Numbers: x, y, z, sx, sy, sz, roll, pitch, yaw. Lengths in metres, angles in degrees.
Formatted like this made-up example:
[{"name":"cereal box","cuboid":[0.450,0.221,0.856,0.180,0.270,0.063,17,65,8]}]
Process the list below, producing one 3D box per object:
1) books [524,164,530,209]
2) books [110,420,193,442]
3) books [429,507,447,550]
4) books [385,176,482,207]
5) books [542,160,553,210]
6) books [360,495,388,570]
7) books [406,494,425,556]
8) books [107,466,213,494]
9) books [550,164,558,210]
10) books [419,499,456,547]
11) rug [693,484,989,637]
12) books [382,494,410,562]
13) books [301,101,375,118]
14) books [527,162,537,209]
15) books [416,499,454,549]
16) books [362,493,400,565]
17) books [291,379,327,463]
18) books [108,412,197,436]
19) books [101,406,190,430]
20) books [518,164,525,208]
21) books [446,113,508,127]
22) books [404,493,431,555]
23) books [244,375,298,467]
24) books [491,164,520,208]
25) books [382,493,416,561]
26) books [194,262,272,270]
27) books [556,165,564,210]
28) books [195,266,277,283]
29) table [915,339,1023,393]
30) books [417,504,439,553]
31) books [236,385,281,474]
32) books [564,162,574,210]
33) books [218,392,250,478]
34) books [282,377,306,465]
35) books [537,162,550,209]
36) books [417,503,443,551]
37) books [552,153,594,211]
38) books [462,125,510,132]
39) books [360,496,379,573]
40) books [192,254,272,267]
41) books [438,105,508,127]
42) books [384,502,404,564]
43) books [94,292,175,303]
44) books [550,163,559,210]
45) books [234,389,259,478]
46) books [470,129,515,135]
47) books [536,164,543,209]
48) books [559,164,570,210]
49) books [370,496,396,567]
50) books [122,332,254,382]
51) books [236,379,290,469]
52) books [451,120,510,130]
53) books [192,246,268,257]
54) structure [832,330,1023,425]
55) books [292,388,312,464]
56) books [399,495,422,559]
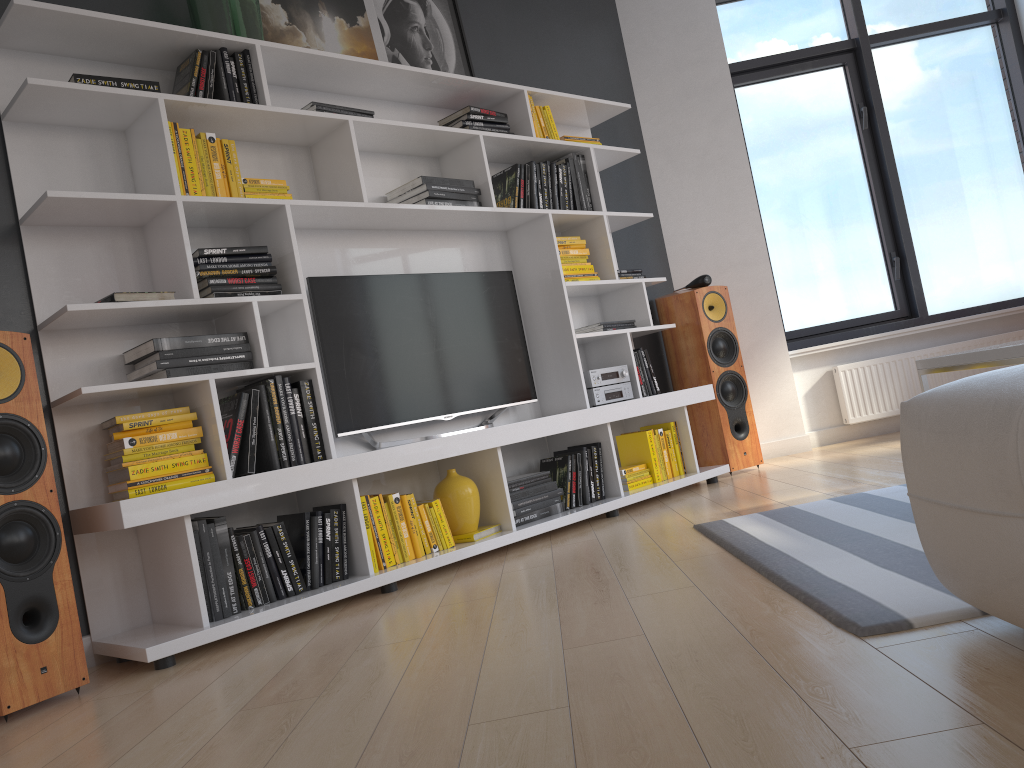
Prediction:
[{"name":"books","cuboid":[0.018,-0.906,4.214,0.081,0.233,0.169,-9,-3,-45]},{"name":"books","cuboid":[-1.187,0.158,2.918,0.238,0.023,0.167,-10,-3,-28]},{"name":"books","cuboid":[-0.315,0.557,3.399,0.049,0.169,0.113,-9,-3,-45]},{"name":"books","cuboid":[-0.343,-0.800,3.911,0.277,0.137,0.343,-13,-3,41]},{"name":"books","cuboid":[0.117,-0.934,4.331,0.066,0.260,0.197,-9,-3,-44]},{"name":"books","cuboid":[-0.554,0.543,3.222,0.048,0.271,0.213,-9,-3,-44]},{"name":"books","cuboid":[-0.419,0.540,3.352,0.171,0.235,0.043,-13,-3,44]},{"name":"books","cuboid":[-1.149,0.313,2.895,0.269,0.025,0.213,-9,-3,-41]},{"name":"books","cuboid":[0.154,-0.931,4.326,0.069,0.242,0.172,-9,-3,-43]},{"name":"books","cuboid":[-0.299,0.542,3.451,0.046,0.193,0.149,-9,-3,-43]},{"name":"rug","cuboid":[1.781,0.264,2.411,2.326,0.016,1.662,-11,-2,1]},{"name":"books","cuboid":[-0.471,0.539,3.289,0.041,0.252,0.180,-9,-3,-44]},{"name":"books","cuboid":[-0.742,-1.048,3.567,0.250,0.047,0.310,-13,-3,42]},{"name":"books","cuboid":[0.050,-0.915,4.229,0.069,0.242,0.172,-9,-3,-43]},{"name":"books","cuboid":[-0.310,0.544,3.428,0.067,0.193,0.148,-9,-3,-43]},{"name":"books","cuboid":[-0.510,0.540,3.271,0.038,0.267,0.202,-9,-3,-43]},{"name":"books","cuboid":[-0.789,0.149,3.257,0.051,0.297,0.230,-9,-3,-44]},{"name":"books","cuboid":[-1.183,0.133,2.922,0.234,0.024,0.171,-9,-3,-40]},{"name":"books","cuboid":[-1.211,0.113,2.933,0.234,0.024,0.171,-9,-3,-40]},{"name":"books","cuboid":[-0.014,-0.899,4.202,0.096,0.234,0.187,-9,-3,-43]},{"name":"books","cuboid":[-0.168,-1.208,4.141,0.246,0.026,0.180,-9,-3,-41]},{"name":"books","cuboid":[-0.403,0.538,3.381,0.056,0.235,0.172,-9,-3,-45]},{"name":"books","cuboid":[-0.869,0.148,3.190,0.026,0.326,0.237,-9,-3,-44]},{"name":"books","cuboid":[-0.035,-0.897,4.175,0.104,0.234,0.182,-9,-3,-44]},{"name":"books","cuboid":[-0.460,0.539,3.314,0.055,0.252,0.185,-9,-3,-45]},{"name":"books","cuboid":[-1.019,-0.397,3.162,0.264,0.020,0.189,-9,-3,-40]},{"name":"books","cuboid":[0.180,-0.937,4.369,0.071,0.243,0.179,-9,-3,-45]},{"name":"books","cuboid":[-1.011,-0.373,3.159,0.284,0.030,0.214,-9,-3,-35]},{"name":"table","cuboid":[1.971,0.006,2.538,1.091,0.435,1.091,-11,-2,1]},{"name":"books","cuboid":[-0.359,0.554,3.386,0.056,0.188,0.138,-9,-3,-44]},{"name":"books","cuboid":[-0.906,0.167,3.139,0.028,0.301,0.213,-9,-3,-44]},{"name":"books","cuboid":[0.221,-0.950,4.428,0.066,0.260,0.197,-9,-3,-44]},{"name":"books","cuboid":[-0.999,0.189,3.069,0.142,0.284,0.232,-9,-3,-44]},{"name":"books","cuboid":[-0.846,0.150,3.210,0.034,0.315,0.239,-9,-3,-44]},{"name":"books","cuboid":[0.095,-0.925,4.307,0.084,0.249,0.191,-9,-3,-44]},{"name":"books","cuboid":[-0.339,0.551,3.395,0.046,0.187,0.134,-9,-3,-44]},{"name":"books","cuboid":[0.267,-0.981,4.517,0.128,0.321,0.259,-9,-3,-44]},{"name":"books","cuboid":[-0.167,-1.153,4.140,0.264,0.020,0.189,-9,-3,-45]},{"name":"books","cuboid":[-0.568,0.544,3.181,0.029,0.270,0.204,-9,-3,-44]},{"name":"books","cuboid":[-1.034,-0.420,3.181,0.284,0.030,0.214,-9,-3,-35]},{"name":"books","cuboid":[-0.183,-1.232,4.149,0.209,0.030,0.266,-13,-3,40]},{"name":"books","cuboid":[-0.481,0.554,3.271,0.156,0.230,0.042,-13,-3,44]},{"name":"books","cuboid":[-1.258,-0.254,2.892,0.266,0.030,0.209,-13,-3,40]},{"name":"books","cuboid":[0.151,-0.936,4.361,0.075,0.254,0.192,-9,-3,-45]},{"name":"books","cuboid":[-0.951,0.178,3.092,0.100,0.289,0.210,-9,-3,-45]},{"name":"books","cuboid":[-0.159,-1.129,4.137,0.284,0.030,0.214,-9,-3,-40]},{"name":"books","cuboid":[0.072,-0.917,4.278,0.068,0.243,0.179,-9,-3,-45]},{"name":"books","cuboid":[0.199,-0.942,4.404,0.084,0.249,0.191,-9,-3,-44]},{"name":"books","cuboid":[-0.532,0.547,3.251,0.066,0.258,0.198,-9,-3,-44]},{"name":"books","cuboid":[-1.107,-0.075,3.038,0.343,0.137,0.277,-9,-3,-44]},{"name":"books","cuboid":[-0.889,0.156,3.165,0.034,0.314,0.237,-9,-3,-44]},{"name":"books","cuboid":[-0.183,-1.175,4.157,0.284,0.030,0.214,-9,-3,-40]},{"name":"books","cuboid":[-1.020,-0.452,3.163,0.246,0.026,0.180,-9,-3,-36]},{"name":"structure","cuboid":[2.702,-0.020,5.323,1.474,0.460,0.110,-11,-2,1]},{"name":"books","cuboid":[-0.814,0.165,3.228,0.028,0.272,0.200,-9,-3,-44]},{"name":"books","cuboid":[-0.423,0.538,3.322,0.043,0.240,0.169,-9,-3,-45]}]
